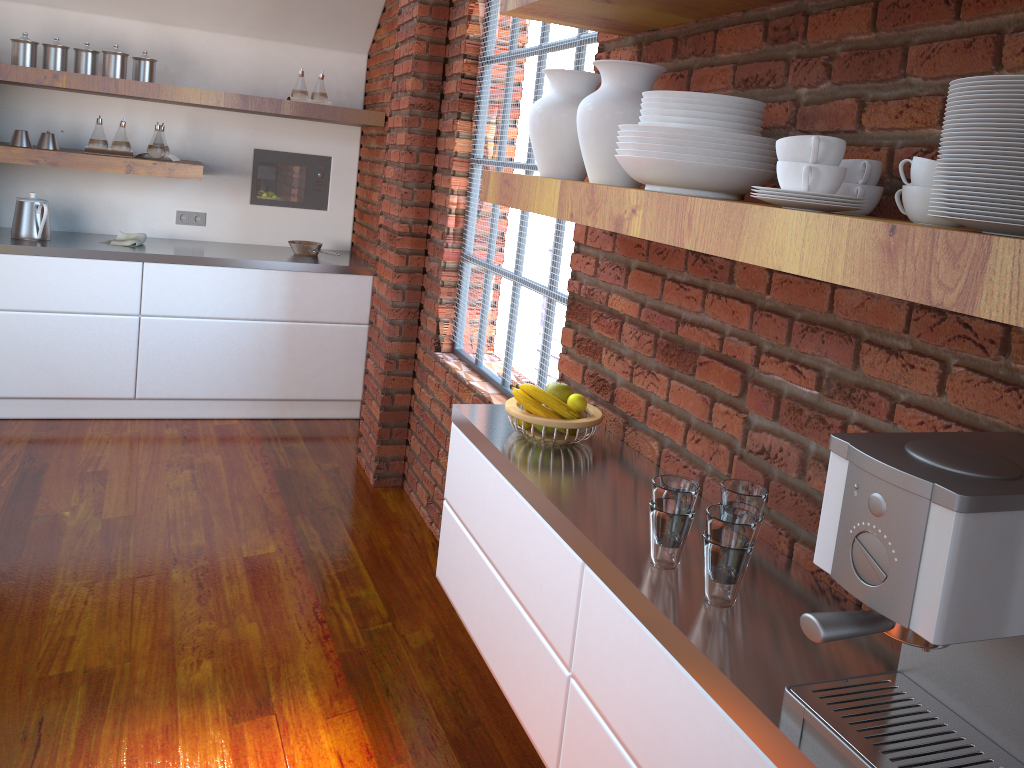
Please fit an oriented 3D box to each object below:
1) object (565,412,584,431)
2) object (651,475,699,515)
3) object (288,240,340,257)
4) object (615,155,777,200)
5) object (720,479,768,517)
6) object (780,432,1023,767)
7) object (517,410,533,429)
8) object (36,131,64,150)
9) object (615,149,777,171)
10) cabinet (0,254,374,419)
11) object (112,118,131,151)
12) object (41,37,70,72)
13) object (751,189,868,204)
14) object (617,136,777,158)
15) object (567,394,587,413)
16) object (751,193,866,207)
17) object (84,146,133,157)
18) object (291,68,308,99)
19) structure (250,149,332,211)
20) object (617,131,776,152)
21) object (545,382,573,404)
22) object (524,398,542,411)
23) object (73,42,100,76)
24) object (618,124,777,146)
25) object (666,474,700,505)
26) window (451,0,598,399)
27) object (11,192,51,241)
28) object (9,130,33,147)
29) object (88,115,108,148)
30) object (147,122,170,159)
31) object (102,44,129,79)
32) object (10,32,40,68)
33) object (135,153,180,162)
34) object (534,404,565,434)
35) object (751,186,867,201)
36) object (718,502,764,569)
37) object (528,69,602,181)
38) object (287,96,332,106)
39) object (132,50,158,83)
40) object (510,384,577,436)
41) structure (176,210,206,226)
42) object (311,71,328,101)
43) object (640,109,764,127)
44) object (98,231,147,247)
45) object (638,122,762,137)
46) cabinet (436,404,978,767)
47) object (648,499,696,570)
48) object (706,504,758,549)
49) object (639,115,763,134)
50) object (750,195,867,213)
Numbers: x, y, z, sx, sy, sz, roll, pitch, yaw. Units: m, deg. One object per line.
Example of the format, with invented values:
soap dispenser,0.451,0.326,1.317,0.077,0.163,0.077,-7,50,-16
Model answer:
object,0.139,0.083,2.125,0.070,0.068,0.070,4,11,-13
object,0.263,0.214,1.456,0.078,0.102,0.079,8,10,8
object,-1.138,-0.754,4.983,0.194,0.073,0.355,-5,17,-40
object,0.318,-0.360,1.550,0.282,0.054,0.287,-4,17,-37
object,0.382,0.222,1.476,0.078,0.102,0.079,8,10,8
object,0.513,0.263,0.981,0.378,0.364,0.276,2,10,-21
object,0.034,0.085,2.114,0.046,0.045,0.056,8,11,11
object,-2.348,-1.240,4.453,0.107,0.098,0.107,10,11,20
object,0.319,-0.370,1.549,0.282,0.054,0.287,-4,17,-37
cabinet,-1.850,-0.306,4.854,1.979,0.805,0.727,1,11,-21
object,-2.034,-1.289,4.587,0.094,0.189,0.094,10,9,21
object,-2.296,-1.655,4.424,0.127,0.175,0.131,2,10,-26
object,0.408,-0.254,1.215,0.155,0.012,0.155,14,16,28
object,0.322,-0.392,1.546,0.282,0.054,0.287,-4,17,-37
object,0.154,0.046,2.087,0.047,0.045,0.055,10,12,19
object,0.408,-0.249,1.216,0.155,0.012,0.155,14,16,28
object,-2.093,-1.209,4.575,0.223,0.032,0.199,1,15,-23
object,-1.168,-1.648,4.859,0.093,0.188,0.095,5,8,-9
structure,-1.327,-1.227,5.302,0.455,0.329,0.013,2,8,-21
object,0.323,-0.400,1.545,0.282,0.054,0.287,-4,17,-37
object,0.113,0.026,2.118,0.069,0.060,0.070,5,11,-5
object,0.049,0.039,2.114,0.051,0.052,0.045,0,12,-33
object,-2.175,-1.660,4.496,0.127,0.175,0.131,2,10,-26
object,0.324,-0.411,1.544,0.282,0.054,0.287,-4,17,-37
object,0.293,0.226,1.585,0.078,0.102,0.078,14,12,38
window,3.309,0.362,0.838,3.624,9.739,17.799,2,13,-31
object,-2.447,-0.856,4.470,0.302,0.235,0.183,8,10,9
object,-2.459,-1.233,4.411,0.106,0.080,0.108,8,11,7
object,-2.133,-1.291,4.544,0.093,0.188,0.095,5,8,-9
object,-1.878,-1.295,4.680,0.093,0.189,0.206,5,11,-13
object,-2.011,-1.632,4.458,0.127,0.175,0.131,2,10,-26
object,-2.412,-1.651,4.354,0.127,0.175,0.131,2,10,-26
object,-1.887,-1.214,4.689,0.194,0.032,0.229,3,14,-12
object,0.086,0.083,2.082,0.077,0.064,0.077,9,11,11
object,0.409,-0.258,1.215,0.155,0.012,0.155,14,16,28
object,0.378,0.260,1.480,0.078,0.102,0.079,8,10,8
object,0.133,-0.610,2.088,0.193,0.245,0.195,9,10,17
object,-1.128,-1.567,4.890,0.223,0.032,0.199,1,15,-23
object,-1.939,-1.669,4.639,0.127,0.175,0.131,2,10,-26
object,0.066,0.066,2.048,0.177,0.093,0.065,10,10,15
structure,-1.876,-0.968,5.136,0.160,0.079,0.033,1,9,-21
object,-1.068,-1.647,4.902,0.094,0.189,0.094,10,9,21
object,0.327,-0.441,1.540,0.213,0.054,0.218,-1,15,-29
object,-2.058,-0.775,4.666,0.204,0.060,0.200,6,13,0
object,0.325,-0.419,1.543,0.213,0.054,0.218,-1,15,-29
cabinet,0.261,0.502,1.634,0.336,0.466,1.660,3,14,-21
object,0.259,0.252,1.461,0.078,0.102,0.079,8,10,8
object,0.329,0.249,1.346,0.077,0.102,0.079,5,10,-10
object,0.326,-0.429,1.541,0.213,0.054,0.218,-1,15,-29
object,0.407,-0.246,1.216,0.155,0.012,0.155,14,16,28
